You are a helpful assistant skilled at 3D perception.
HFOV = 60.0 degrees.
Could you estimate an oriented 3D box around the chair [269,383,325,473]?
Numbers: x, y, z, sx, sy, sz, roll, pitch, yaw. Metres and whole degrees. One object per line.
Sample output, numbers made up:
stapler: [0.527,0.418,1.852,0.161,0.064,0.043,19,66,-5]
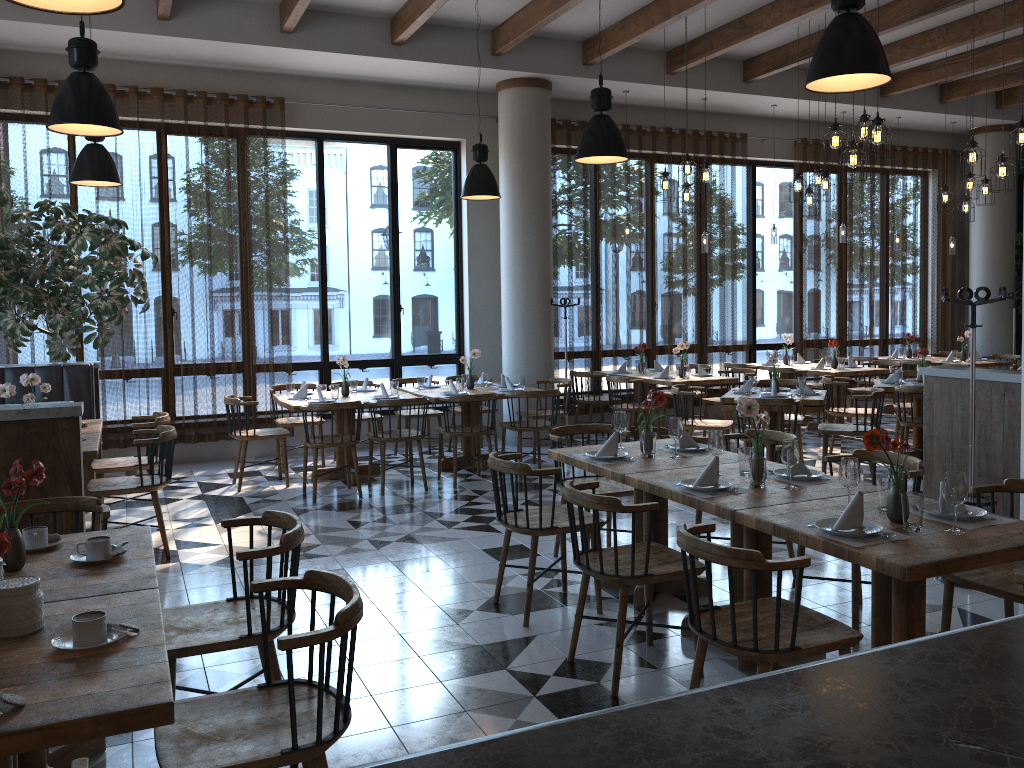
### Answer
chair: [-2.142,0.425,8.885,0.520,0.815,0.551,-2,4,-24]

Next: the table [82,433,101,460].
table: [-3.039,0.769,5.545,0.851,0.762,0.852,-3,4,-24]

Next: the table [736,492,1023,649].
table: [1.459,0.898,3.346,0.851,0.762,0.852,-3,4,-24]

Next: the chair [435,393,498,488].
chair: [-0.405,0.478,7.999,0.520,0.815,0.551,-2,4,-24]

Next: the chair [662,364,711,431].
chair: [2.152,0.180,10.856,0.550,0.815,0.520,-2,4,-24]

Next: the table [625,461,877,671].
table: [1.114,0.833,4.126,0.851,0.762,0.852,-3,4,-24]

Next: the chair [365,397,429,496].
chair: [-1.000,0.511,7.738,0.520,0.815,0.551,-2,4,-24]

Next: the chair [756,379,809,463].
chair: [2.585,0.382,8.545,0.519,0.815,0.551,0,4,21]

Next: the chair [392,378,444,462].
chair: [-1.003,0.362,9.386,0.520,0.815,0.551,-2,4,-24]

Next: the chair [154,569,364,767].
chair: [-0.681,0.988,2.427,0.550,0.815,0.520,-2,4,-24]

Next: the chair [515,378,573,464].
chair: [0.347,0.363,9.144,0.550,0.815,0.520,-2,4,-24]

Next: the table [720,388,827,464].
table: [2.361,0.467,7.946,0.864,0.762,0.866,1,4,21]

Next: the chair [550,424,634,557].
chair: [0.525,0.691,5.500,0.520,0.815,0.551,-2,4,-24]

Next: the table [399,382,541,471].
table: [-0.403,0.431,8.811,1.214,0.762,1.218,-3,5,-20]

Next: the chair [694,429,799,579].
chair: [1.376,0.706,5.182,0.550,0.815,0.520,-2,4,-24]

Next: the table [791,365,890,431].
table: [3.911,0.193,10.701,0.851,0.762,0.852,-3,4,-24]

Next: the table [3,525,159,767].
table: [-1.622,0.985,2.916,0.851,0.762,0.852,-3,4,-24]

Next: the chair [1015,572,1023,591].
chair: [1.723,0.921,2.752,0.520,0.815,0.551,-2,4,-24]

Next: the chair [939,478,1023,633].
chair: [2.076,0.839,3.596,0.550,0.815,0.520,-2,4,-24]

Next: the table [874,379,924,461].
table: [4.008,0.376,8.670,0.864,0.762,0.866,1,4,21]

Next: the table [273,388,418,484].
table: [-1.557,0.495,8.304,1.214,0.762,1.218,-3,5,-20]

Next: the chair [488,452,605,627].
chair: [0.160,0.774,4.649,0.550,0.815,0.520,-2,4,-24]

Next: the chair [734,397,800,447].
chair: [2.119,0.499,7.345,0.519,0.815,0.551,0,4,21]

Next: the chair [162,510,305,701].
chair: [-1.027,0.922,3.213,0.550,0.815,0.520,-2,4,-24]

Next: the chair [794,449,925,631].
chair: [1.726,0.773,4.390,0.550,0.815,0.520,-2,4,-24]

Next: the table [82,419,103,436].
table: [-3.383,0.703,6.326,0.851,0.762,0.852,-3,4,-24]

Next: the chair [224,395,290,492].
chair: [-2.296,0.509,7.983,0.550,0.815,0.520,-2,4,-24]

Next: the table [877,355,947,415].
table: [5.538,0.018,12.350,0.851,0.762,0.852,-3,4,-24]

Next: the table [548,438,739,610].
table: [0.771,0.767,4.906,0.851,0.762,0.852,-3,4,-24]

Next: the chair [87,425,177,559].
chair: [-2.474,0.711,5.795,0.550,0.815,0.520,-2,4,-24]

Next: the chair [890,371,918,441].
chair: [4.232,0.291,9.269,0.519,0.815,0.551,0,4,21]

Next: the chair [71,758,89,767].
chair: [-1.013,1.073,1.549,0.520,0.815,0.551,-2,4,-24]

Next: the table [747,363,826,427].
table: [3.565,0.127,11.484,0.851,0.762,0.852,-3,4,-24]

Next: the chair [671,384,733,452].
chair: [1.751,0.429,8.179,0.550,0.815,0.520,0,4,21]

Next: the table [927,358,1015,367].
table: [5.883,0.084,11.568,0.851,0.762,0.852,-3,4,-24]

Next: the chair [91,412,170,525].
chair: [-2.820,0.645,6.580,0.550,0.815,0.520,-2,4,-24]

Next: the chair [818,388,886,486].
chair: [2.953,0.452,7.711,0.550,0.815,0.520,0,4,21]

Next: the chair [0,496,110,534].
chair: [-1.861,0.909,3.505,0.520,0.815,0.551,-2,4,-24]

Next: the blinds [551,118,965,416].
blinds: [3.530,-1.557,12.030,7.270,3.574,0.160,-3,3,-24]

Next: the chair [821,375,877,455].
chair: [3.398,0.337,8.902,0.550,0.815,0.520,0,4,21]

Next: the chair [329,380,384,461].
chair: [-1.598,0.395,9.125,0.520,0.815,0.551,-2,4,-24]

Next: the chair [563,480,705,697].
chair: [0.510,0.840,3.855,0.550,0.815,0.520,-2,4,-24]

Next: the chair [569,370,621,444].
chair: [0.957,0.246,10.331,0.550,0.815,0.520,-2,4,-24]

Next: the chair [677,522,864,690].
chair: [0.859,0.907,3.062,0.550,0.815,0.520,-2,4,-24]

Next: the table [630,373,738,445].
table: [1.896,0.305,9.815,0.851,0.762,0.852,-3,4,-24]

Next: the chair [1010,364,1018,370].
chair: [5.934,0.197,10.017,0.519,0.815,0.551,0,4,21]

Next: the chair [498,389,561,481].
chair: [0.172,0.447,8.253,0.520,0.815,0.551,-2,4,-24]

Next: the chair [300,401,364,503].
chair: [-1.527,0.541,7.506,0.520,0.815,0.551,-2,4,-24]

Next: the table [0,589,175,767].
table: [-1.278,1.051,2.135,0.851,0.762,0.852,-3,4,-24]

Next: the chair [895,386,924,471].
chair: [3.765,0.407,8.069,0.519,0.815,0.551,0,4,21]

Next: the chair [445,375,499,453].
chair: [-0.443,0.331,9.632,0.520,0.815,0.551,-2,4,-24]

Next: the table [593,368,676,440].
table: [1.551,0.239,10.598,0.851,0.762,0.852,-3,4,-24]

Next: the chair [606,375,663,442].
chair: [1.298,0.310,9.559,0.550,0.815,0.520,-2,4,-24]

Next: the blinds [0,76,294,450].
blinds: [-3.841,-1.149,8.797,3.200,3.574,0.155,-3,3,-23]
